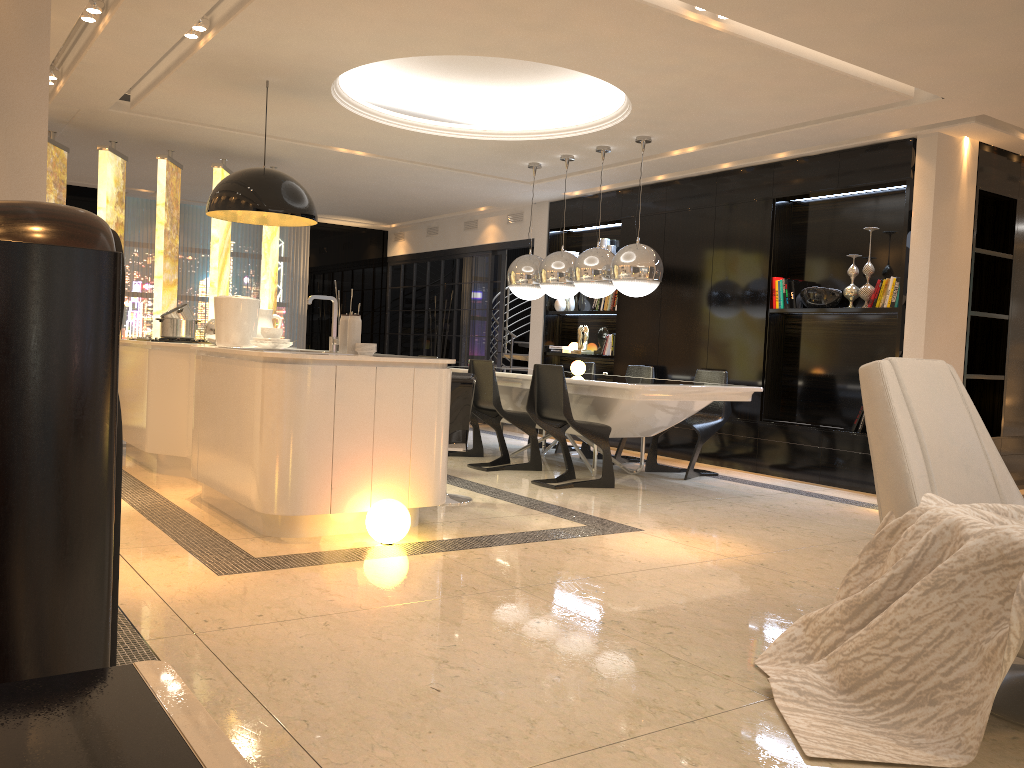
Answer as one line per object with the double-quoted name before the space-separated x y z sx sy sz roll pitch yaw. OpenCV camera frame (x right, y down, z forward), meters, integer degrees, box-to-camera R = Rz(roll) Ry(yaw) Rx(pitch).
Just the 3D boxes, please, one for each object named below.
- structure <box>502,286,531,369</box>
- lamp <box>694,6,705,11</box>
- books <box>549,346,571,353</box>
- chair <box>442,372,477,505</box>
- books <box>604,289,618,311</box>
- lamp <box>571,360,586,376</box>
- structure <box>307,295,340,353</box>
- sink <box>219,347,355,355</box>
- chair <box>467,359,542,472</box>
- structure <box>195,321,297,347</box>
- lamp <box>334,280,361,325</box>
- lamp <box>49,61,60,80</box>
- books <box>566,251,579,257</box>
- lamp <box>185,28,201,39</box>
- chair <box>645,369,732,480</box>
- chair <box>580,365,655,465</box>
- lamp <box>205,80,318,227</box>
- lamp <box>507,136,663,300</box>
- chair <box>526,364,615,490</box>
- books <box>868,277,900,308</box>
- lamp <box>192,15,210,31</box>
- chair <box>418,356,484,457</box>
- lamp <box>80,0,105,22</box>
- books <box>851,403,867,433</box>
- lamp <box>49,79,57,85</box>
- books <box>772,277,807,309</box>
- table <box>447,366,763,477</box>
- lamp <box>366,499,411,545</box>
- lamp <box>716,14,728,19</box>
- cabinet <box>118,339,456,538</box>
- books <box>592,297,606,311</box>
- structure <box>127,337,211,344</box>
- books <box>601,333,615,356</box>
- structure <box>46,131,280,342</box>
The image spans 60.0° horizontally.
"structure" 0.195 -1.621 12.878 1.964 4.134 3.425 1 3 -35
"lamp" 0.939 -1.898 4.341 0.107 0.127 0.107 4 3 36
"books" 0.576 -0.384 9.938 0.209 0.073 0.266 1 3 -31
"chair" -0.417 0.324 5.505 0.380 0.789 0.380 3 2 -2
"books" 1.107 -0.885 9.207 0.212 0.261 0.252 1 3 -35
"lamp" 0.549 -0.133 7.351 0.125 0.125 0.125 3 2 16
"structure" -1.025 -0.327 4.839 0.177 0.310 0.089 1 3 -35
"sink" -1.223 -0.105 4.751 0.485 0.152 0.738 1 3 -35
"chair" -0.072 0.244 7.055 0.496 0.858 0.523 1 3 -35
"structure" -3.557 -0.237 11.284 1.282 1.142 1.275 3 2 12
"lamp" -2.415 -0.571 12.735 0.418 1.801 0.200 1 3 -35
"lamp" -3.177 -2.167 6.117 0.107 0.127 0.107 4 3 36
"books" 0.612 -1.374 9.901 0.259 0.188 0.302 2 3 -28
"lamp" -1.849 -2.063 5.120 0.107 0.127 0.107 4 3 36
"chair" 1.439 0.310 7.201 0.496 0.858 0.523 1 3 -35
"chair" 0.956 0.259 7.897 0.496 0.858 0.523 1 3 -35
"lamp" -1.617 -1.532 5.807 0.710 0.898 0.710 2 3 -24
"lamp" 0.580 -1.328 7.429 0.408 1.226 1.827 1 3 -35
"chair" 0.421 0.296 6.343 0.496 0.858 0.523 1 3 -35
"books" 2.853 -0.685 6.665 0.189 0.238 0.290 1 3 -36
"lamp" -1.756 -2.053 4.986 0.107 0.127 0.107 4 3 36
"chair" -0.555 0.192 7.751 0.496 0.858 0.523 1 3 -35
"lamp" -2.304 -2.074 4.859 0.107 0.127 0.270 1 3 -35
"books" 2.781 0.232 6.719 0.222 0.296 0.345 1 3 -35
"lamp" -3.270 -2.177 6.252 0.107 0.127 0.107 1 3 -39
"books" 2.329 -0.756 7.420 0.210 0.270 0.236 1 3 -35
"table" 0.469 0.303 7.441 1.293 0.759 3.031 1 3 -35
"lamp" -0.591 0.655 4.234 0.213 0.214 0.212 3 2 16
"lamp" 1.071 -1.896 4.436 0.107 0.127 0.107 4 3 36
"cabinet" -1.731 0.200 5.818 1.046 0.887 3.752 1 3 -35
"books" 0.988 -0.894 9.379 0.207 0.256 0.245 1 3 -36
"structure" -2.527 -0.327 6.630 0.502 0.026 0.811 1 3 -35
"books" 1.076 -0.410 9.234 0.182 0.232 0.284 1 3 -32
"structure" -3.070 -0.782 7.864 2.180 2.555 0.448 1 3 -35
